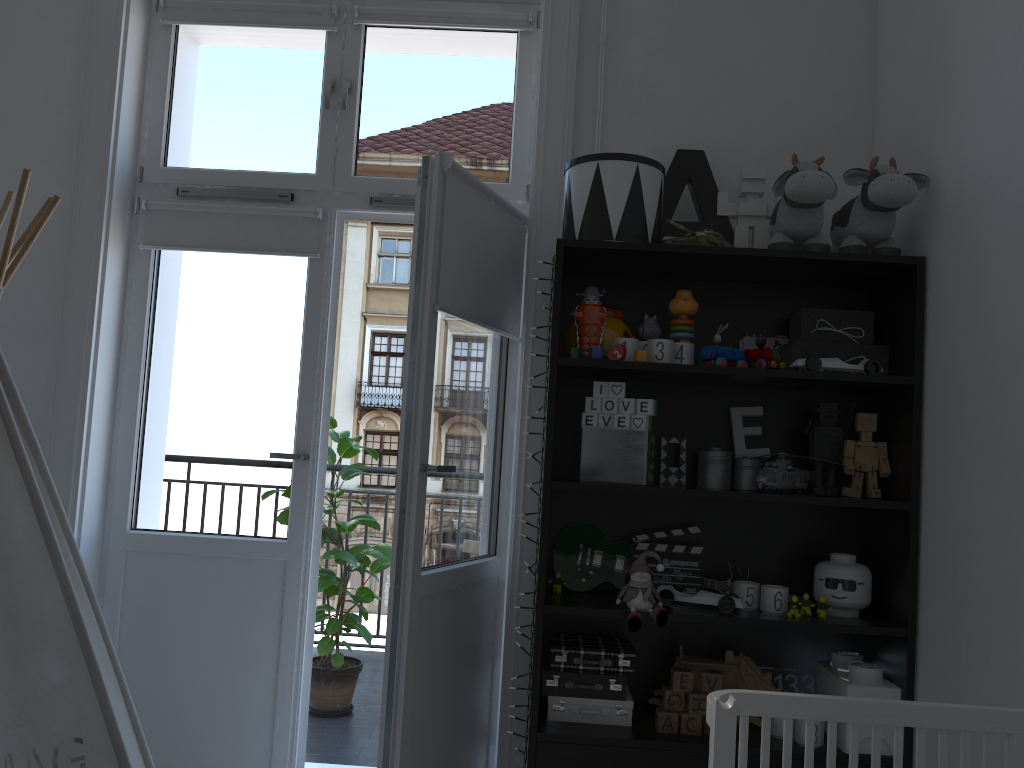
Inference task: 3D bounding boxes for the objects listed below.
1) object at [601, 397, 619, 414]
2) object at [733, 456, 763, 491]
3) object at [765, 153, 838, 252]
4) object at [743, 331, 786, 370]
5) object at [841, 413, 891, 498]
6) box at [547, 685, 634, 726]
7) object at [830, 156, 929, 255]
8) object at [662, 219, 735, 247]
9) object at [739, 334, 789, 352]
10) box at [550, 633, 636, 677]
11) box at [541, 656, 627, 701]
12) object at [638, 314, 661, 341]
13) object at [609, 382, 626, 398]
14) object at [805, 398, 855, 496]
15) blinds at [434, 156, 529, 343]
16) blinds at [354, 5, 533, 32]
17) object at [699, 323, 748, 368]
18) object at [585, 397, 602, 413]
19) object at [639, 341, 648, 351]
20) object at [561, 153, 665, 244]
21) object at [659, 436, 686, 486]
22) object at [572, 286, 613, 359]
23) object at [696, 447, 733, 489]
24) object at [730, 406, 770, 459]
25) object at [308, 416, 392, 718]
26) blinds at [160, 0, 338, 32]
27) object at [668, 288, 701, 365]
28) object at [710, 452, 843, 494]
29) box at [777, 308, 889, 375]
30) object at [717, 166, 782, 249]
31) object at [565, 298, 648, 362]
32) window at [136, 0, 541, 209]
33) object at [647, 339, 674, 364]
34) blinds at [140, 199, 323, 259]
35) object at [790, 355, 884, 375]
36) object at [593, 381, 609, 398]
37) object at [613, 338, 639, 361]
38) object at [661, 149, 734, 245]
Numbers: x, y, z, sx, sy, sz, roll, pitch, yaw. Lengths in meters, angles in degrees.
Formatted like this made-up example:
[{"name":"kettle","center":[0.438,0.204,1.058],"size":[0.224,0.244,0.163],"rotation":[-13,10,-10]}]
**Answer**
[{"name":"object","center":[0.254,0.056,2.263],"size":[0.040,0.040,0.040],"rotation":[2,-5,22]},{"name":"object","center":[0.650,0.236,2.339],"size":[0.078,0.091,0.246],"rotation":[4,-5,-3]},{"name":"object","center":[0.747,-0.443,2.314],"size":[0.154,0.253,0.370],"rotation":[3,-4,10]},{"name":"object","center":[0.662,-0.085,2.343],"size":[0.087,0.112,0.122],"rotation":[6,-5,-27]},{"name":"object","center":[0.914,0.185,2.290],"size":[0.114,0.221,0.052],"rotation":[3,-4,2]},{"name":"box","center":[0.200,0.832,2.315],"size":[0.215,0.062,0.179],"rotation":[3,-5,2]},{"name":"object","center":[0.899,-0.434,2.312],"size":[0.211,0.253,0.387],"rotation":[4,-5,-14]},{"name":"object","center":[0.487,-0.384,2.331],"size":[0.121,0.100,0.338],"rotation":[0,-6,37]},{"name":"object","center":[0.815,-0.069,2.494],"size":[0.347,0.131,0.037],"rotation":[3,-4,2]},{"name":"box","center":[0.207,0.710,2.326],"size":[0.215,0.062,0.179],"rotation":[3,-5,2]},{"name":"box","center":[0.184,0.770,2.321],"size":[0.215,0.062,0.179],"rotation":[3,-5,2]},{"name":"object","center":[0.377,-0.112,2.436],"size":[0.063,0.160,0.063],"rotation":[5,-4,-19]},{"name":"object","center":[0.269,0.017,2.262],"size":[0.040,0.040,0.040],"rotation":[2,-4,12]},{"name":"object","center":[0.842,0.166,2.356],"size":[0.117,0.259,0.081],"rotation":[3,-4,2]},{"name":"blinds","center":[-0.065,-0.346,2.447],"size":[0.032,0.390,0.566],"rotation":[2,-5,22]},{"name":"blinds","center":[-0.216,-1.154,2.796],"size":[0.565,0.060,0.032],"rotation":[3,-4,2]},{"name":"object","center":[0.551,-0.094,2.306],"size":[0.121,0.126,0.087],"rotation":[5,-5,-21]},{"name":"object","center":[0.210,0.055,2.277],"size":[0.040,0.040,0.040],"rotation":[2,-4,12]},{"name":"object","center":[0.348,-0.075,2.331],"size":[0.067,0.067,0.067],"rotation":[5,-5,-24]},{"name":"object","center":[0.303,-0.465,2.453],"size":[0.272,0.259,0.395],"rotation":[1,-5,31]},{"name":"object","center":[0.448,0.215,2.466],"size":[0.070,0.134,0.028],"rotation":[3,-4,2]},{"name":"object","center":[0.210,-0.155,2.298],"size":[0.105,0.203,0.072],"rotation":[3,-4,10]},{"name":"object","center":[0.555,0.230,2.427],"size":[0.095,0.110,0.095],"rotation":[3,-4,7]},{"name":"object","center":[0.663,0.135,2.473],"size":[0.107,0.151,0.055],"rotation":[3,-4,2]},{"name":"object","center":[-0.779,0.744,3.753],"size":[0.720,1.224,0.489],"rotation":[2,-4,12]},{"name":"blinds","center":[-0.837,-1.175,2.819],"size":[0.565,0.087,0.032],"rotation":[3,-4,2]},{"name":"object","center":[0.445,-0.144,2.313],"size":[0.077,0.213,0.077],"rotation":[0,-5,36]},{"name":"object","center":[0.702,0.231,2.305],"size":[0.368,0.105,0.349],"rotation":[3,-5,4]},{"name":"box","center":[0.865,-0.102,2.388],"size":[0.251,0.189,0.179],"rotation":[3,-4,2]},{"name":"object","center":[0.669,-0.456,2.483],"size":[0.190,0.290,0.065],"rotation":[3,-4,7]},{"name":"object","center":[0.246,-0.143,2.367],"size":[0.197,0.197,0.318],"rotation":[3,-4,-1]},{"name":"window","center":[-0.546,-0.909,2.809],"size":[1.263,0.660,0.101],"rotation":[3,-4,2]},{"name":"object","center":[0.380,-0.078,2.271],"size":[0.067,0.067,0.067],"rotation":[3,-4,3]},{"name":"blinds","center":[-0.877,-0.485,2.769],"size":[0.565,0.158,0.032],"rotation":[3,-4,2]},{"name":"object","center":[0.820,-0.045,2.245],"size":[0.230,0.048,0.098],"rotation":[4,-5,-8]},{"name":"object","center":[0.229,0.015,2.274],"size":[0.040,0.040,0.040],"rotation":[3,-4,7]},{"name":"object","center":[0.293,-0.082,2.289],"size":[0.067,0.067,0.067],"rotation":[3,-4,3]},{"name":"object","center":[0.499,-0.490,2.523],"size":[0.343,0.344,0.057],"rotation":[3,-4,2]}]
